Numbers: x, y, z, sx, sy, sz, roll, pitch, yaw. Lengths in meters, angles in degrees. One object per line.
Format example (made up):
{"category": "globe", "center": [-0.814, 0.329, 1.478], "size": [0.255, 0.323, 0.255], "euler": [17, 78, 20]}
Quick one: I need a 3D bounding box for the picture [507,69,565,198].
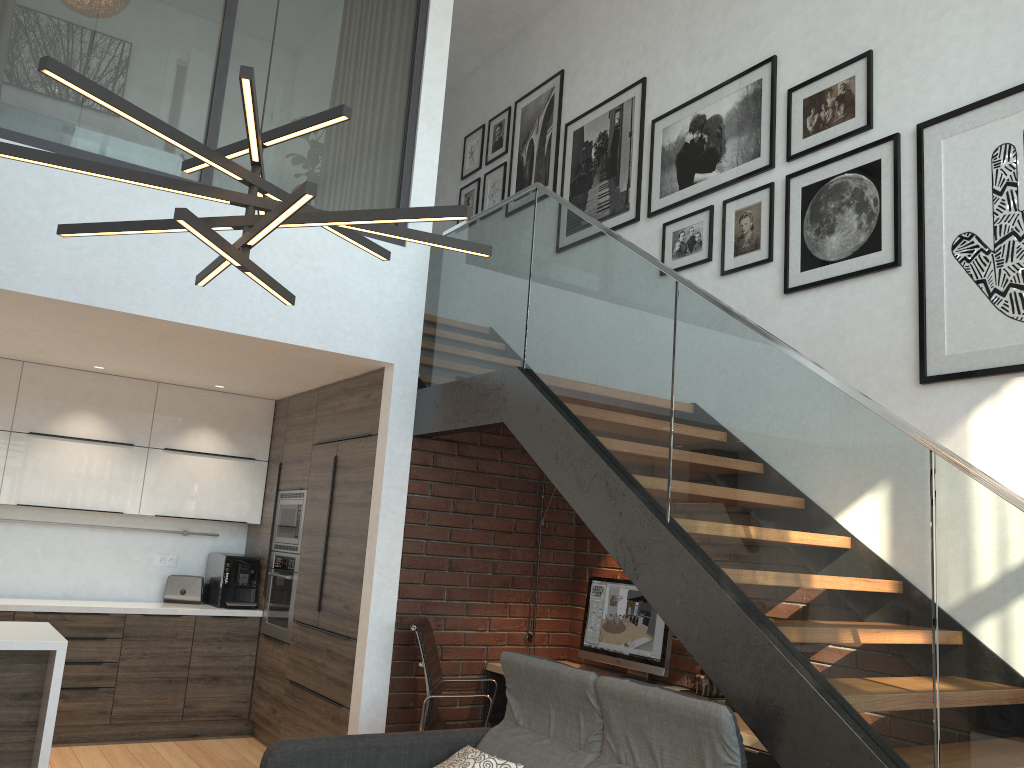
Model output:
{"category": "picture", "center": [0.174, -1.837, 6.829], "size": [0.025, 0.990, 0.654], "euler": [11, -12, -32]}

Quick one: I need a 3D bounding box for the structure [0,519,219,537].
{"category": "structure", "center": [-3.484, 0.909, 5.950], "size": [3.000, 0.045, 0.050], "euler": [11, -12, -32]}

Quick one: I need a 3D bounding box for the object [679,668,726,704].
{"category": "object", "center": [0.948, 1.470, 4.365], "size": [0.149, 0.160, 0.252], "euler": [9, -12, -23]}

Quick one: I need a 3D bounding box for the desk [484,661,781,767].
{"category": "desk", "center": [0.652, 1.911, 4.359], "size": [0.610, 0.750, 2.182], "euler": [11, -12, -32]}

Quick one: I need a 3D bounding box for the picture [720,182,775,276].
{"category": "picture", "center": [1.271, -0.831, 4.790], "size": [0.022, 0.440, 0.358], "euler": [11, -12, -32]}

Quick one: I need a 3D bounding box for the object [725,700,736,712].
{"category": "object", "center": [1.088, 1.448, 4.073], "size": [0.149, 0.119, 0.166], "euler": [12, -13, -35]}

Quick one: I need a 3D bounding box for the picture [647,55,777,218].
{"category": "picture", "center": [1.141, -1.409, 5.166], "size": [0.025, 0.654, 0.990], "euler": [11, -12, -32]}

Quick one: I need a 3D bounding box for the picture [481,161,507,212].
{"category": "picture", "center": [-0.148, -1.578, 7.266], "size": [0.025, 0.410, 0.333], "euler": [11, -12, -32]}

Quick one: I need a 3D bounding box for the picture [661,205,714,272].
{"category": "picture", "center": [1.023, -0.831, 5.183], "size": [0.025, 0.333, 0.410], "euler": [11, -12, -32]}

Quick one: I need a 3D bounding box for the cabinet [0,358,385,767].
{"category": "cabinet", "center": [-2.836, 0.924, 4.963], "size": [3.495, 2.401, 2.401], "euler": [11, -12, -32]}

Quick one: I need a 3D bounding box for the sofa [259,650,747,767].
{"category": "sofa", "center": [-0.059, 1.287, 1.966], "size": [2.108, 0.995, 3.169], "euler": [11, -12, -31]}

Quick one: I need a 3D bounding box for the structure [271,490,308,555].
{"category": "structure", "center": [-1.357, 0.989, 6.265], "size": [0.459, 0.430, 0.595], "euler": [11, -12, -32]}

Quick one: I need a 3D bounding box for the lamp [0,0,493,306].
{"category": "lamp", "center": [-0.485, -2.050, 2.368], "size": [1.200, 3.645, 0.831], "euler": [9, -11, -22]}

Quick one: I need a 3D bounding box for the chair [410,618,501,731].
{"category": "chair", "center": [-0.249, 1.780, 4.681], "size": [0.700, 0.991, 0.651], "euler": [4, -11, 2]}

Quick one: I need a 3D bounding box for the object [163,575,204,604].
{"category": "object", "center": [-2.386, 1.497, 6.467], "size": [0.260, 0.195, 0.177], "euler": [7, -11, -12]}

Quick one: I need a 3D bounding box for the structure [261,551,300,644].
{"category": "structure", "center": [-1.409, 1.477, 6.163], "size": [0.495, 0.570, 0.595], "euler": [11, -12, -32]}

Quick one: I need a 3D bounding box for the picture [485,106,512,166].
{"category": "picture", "center": [-0.113, -2.053, 7.356], "size": [0.025, 0.410, 0.333], "euler": [11, -12, -32]}

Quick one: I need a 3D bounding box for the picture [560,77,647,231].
{"category": "picture", "center": [0.599, -1.464, 6.043], "size": [0.025, 0.990, 0.871], "euler": [11, -12, -32]}

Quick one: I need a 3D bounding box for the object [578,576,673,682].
{"category": "object", "center": [0.541, 1.335, 4.821], "size": [0.431, 0.535, 0.716], "euler": [11, -12, -32]}

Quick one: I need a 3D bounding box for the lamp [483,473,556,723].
{"category": "lamp", "center": [0.411, 1.379, 5.026], "size": [1.054, 2.003, 0.462], "euler": [-5, -14, 40]}

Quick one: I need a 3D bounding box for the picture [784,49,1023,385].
{"category": "picture", "center": [1.891, -0.838, 3.806], "size": [0.028, 1.678, 1.785], "euler": [11, -12, -32]}

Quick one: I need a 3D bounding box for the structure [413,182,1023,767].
{"category": "structure", "center": [0.676, 0.739, 4.207], "size": [1.289, 3.460, 5.660], "euler": [11, -12, -32]}

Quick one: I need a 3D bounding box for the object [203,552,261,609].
{"category": "object", "center": [-2.049, 1.440, 6.517], "size": [0.274, 0.378, 0.532], "euler": [11, -13, -32]}

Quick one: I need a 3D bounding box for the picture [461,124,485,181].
{"category": "picture", "center": [-0.337, -2.007, 7.697], "size": [0.025, 0.410, 0.333], "euler": [11, -12, -32]}

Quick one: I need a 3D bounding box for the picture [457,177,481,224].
{"category": "picture", "center": [-0.372, -1.529, 7.607], "size": [0.025, 0.410, 0.333], "euler": [11, -12, -32]}

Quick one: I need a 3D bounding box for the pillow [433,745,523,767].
{"category": "pillow", "center": [0.390, 1.339, 2.383], "size": [0.386, 0.364, 2.734], "euler": [10, -12, -28]}
